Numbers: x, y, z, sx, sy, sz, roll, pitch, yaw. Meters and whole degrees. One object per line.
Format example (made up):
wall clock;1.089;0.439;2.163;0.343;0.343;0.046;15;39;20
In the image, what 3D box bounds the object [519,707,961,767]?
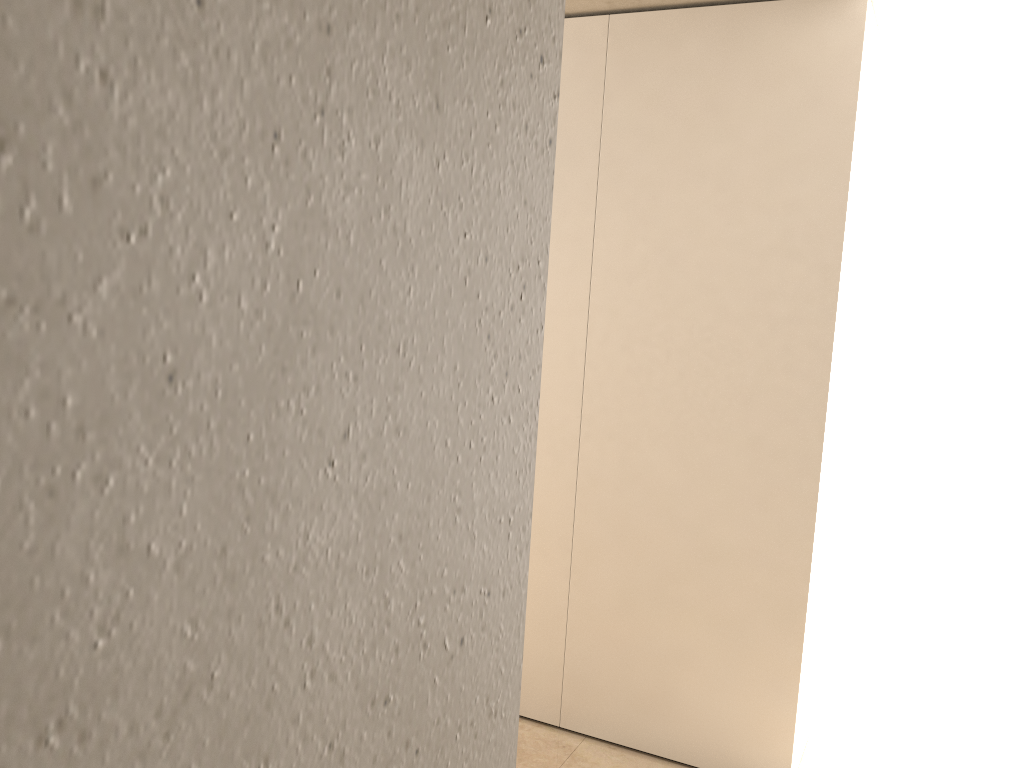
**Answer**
object;-0.632;0.782;2.117;6.200;1.455;4.200;6;7;26
